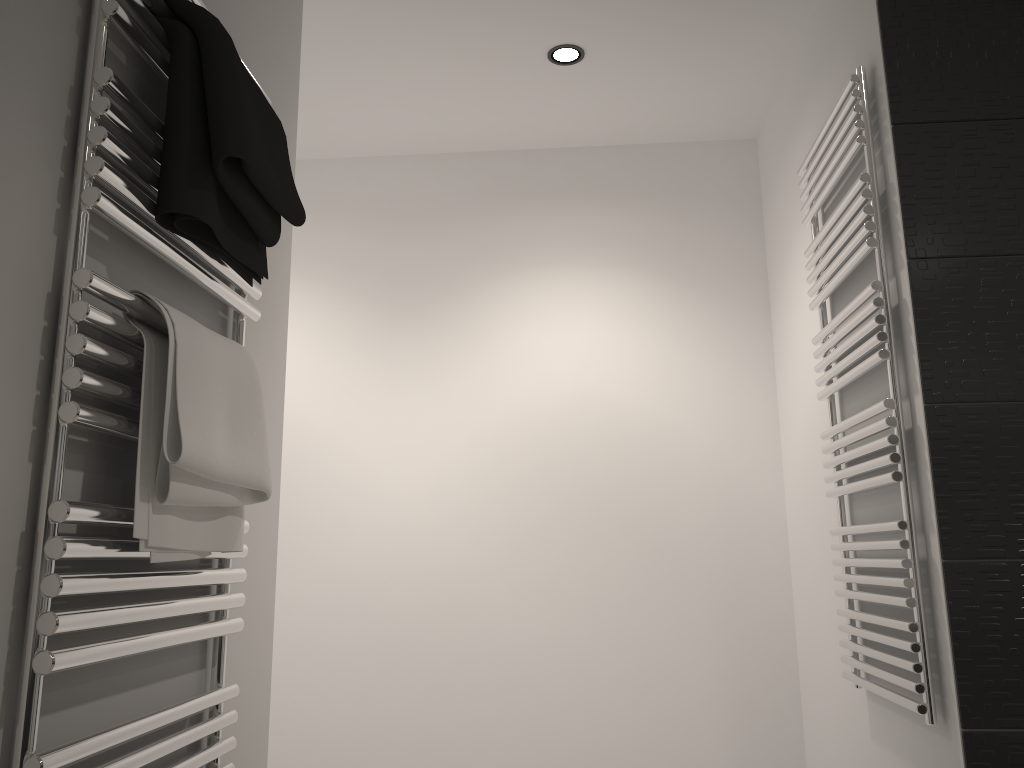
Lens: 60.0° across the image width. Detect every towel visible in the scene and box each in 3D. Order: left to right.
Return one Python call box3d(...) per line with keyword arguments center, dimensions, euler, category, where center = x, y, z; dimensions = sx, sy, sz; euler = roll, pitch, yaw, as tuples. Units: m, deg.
box3d(center=(-0.388, 0.064, 1.105), dimensions=(0.098, 0.311, 0.301), euler=(-2, -12, 6), category="towel")
box3d(center=(-0.381, -0.309, 1.199), dimensions=(0.141, 0.311, 0.298), euler=(-1, -12, 1), category="towel")

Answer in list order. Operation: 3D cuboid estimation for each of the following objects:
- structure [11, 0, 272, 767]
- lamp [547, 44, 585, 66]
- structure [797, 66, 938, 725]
box3d(center=(-0.427, 0.099, 1.098), dimensions=(0.039, 1.301, 0.469), euler=(-2, -13, 4), category="structure")
box3d(center=(0.153, -0.933, 2.516), dimensions=(0.105, 0.004, 0.105), euler=(-5, -12, 19), category="lamp")
box3d(center=(0.746, 0.013, 1.934), dimensions=(0.039, 1.301, 0.469), euler=(-2, -13, 4), category="structure")
